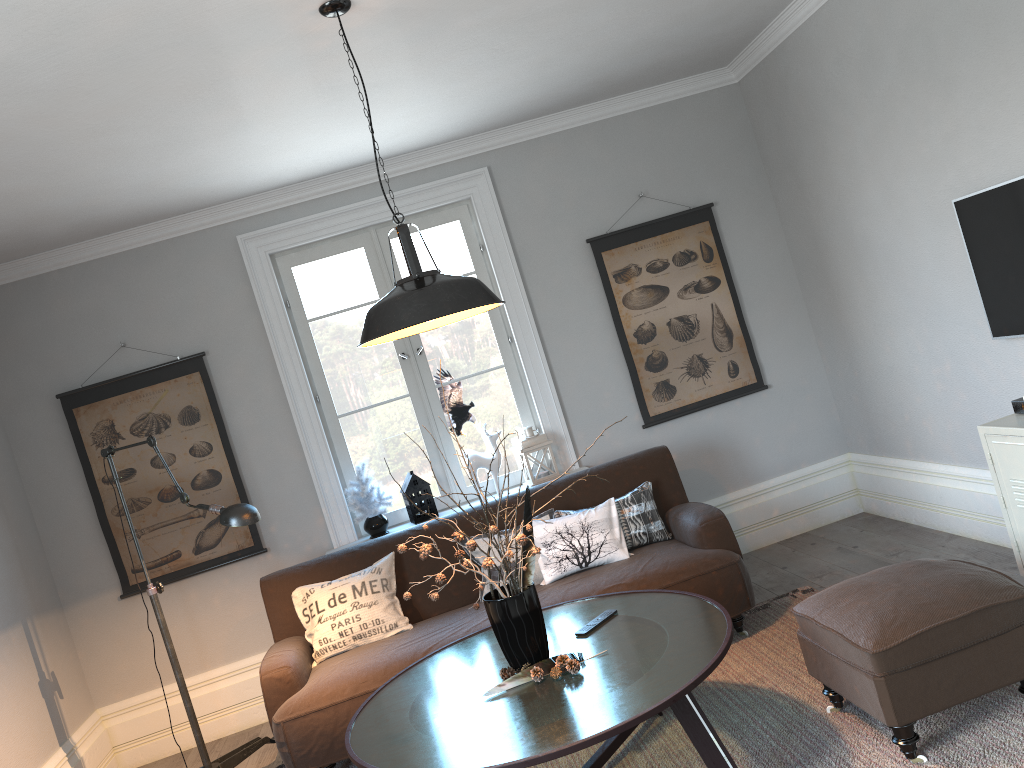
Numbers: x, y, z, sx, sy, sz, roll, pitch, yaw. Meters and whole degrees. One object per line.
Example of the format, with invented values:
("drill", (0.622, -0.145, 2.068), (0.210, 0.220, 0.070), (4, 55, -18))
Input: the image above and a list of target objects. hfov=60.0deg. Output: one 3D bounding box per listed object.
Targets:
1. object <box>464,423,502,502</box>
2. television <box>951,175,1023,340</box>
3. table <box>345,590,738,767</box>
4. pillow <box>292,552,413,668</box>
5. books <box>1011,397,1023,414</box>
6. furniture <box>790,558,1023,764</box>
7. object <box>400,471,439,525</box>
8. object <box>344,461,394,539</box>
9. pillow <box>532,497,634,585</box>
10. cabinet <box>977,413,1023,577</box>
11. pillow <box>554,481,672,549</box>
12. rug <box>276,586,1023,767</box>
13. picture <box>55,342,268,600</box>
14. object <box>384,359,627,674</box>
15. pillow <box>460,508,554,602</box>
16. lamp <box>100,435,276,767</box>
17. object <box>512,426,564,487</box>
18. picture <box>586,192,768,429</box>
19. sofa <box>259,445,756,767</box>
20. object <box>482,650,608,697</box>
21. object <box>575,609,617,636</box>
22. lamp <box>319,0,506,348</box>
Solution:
("object", (-0.130, 0.427, 4.855), (0.239, 0.410, 0.128), (-17, 1, -11))
("television", (2.002, -0.501, 3.177), (0.041, 0.657, 1.063), (-17, 1, -7))
("table", (0.155, 1.170, 2.921), (1.300, 0.503, 1.299), (-18, 2, -15))
("pillow", (-0.747, 1.057, 4.152), (0.519, 0.368, 0.240), (-17, 1, -8))
("books", (1.931, 0.050, 3.083), (0.218, 0.049, 0.276), (-17, 2, -8))
("furniture", (1.290, 0.839, 2.823), (0.583, 0.440, 0.574), (-17, 1, -7))
("object", (-0.521, 0.614, 4.880), (0.155, 0.284, 0.155), (-18, 1, -18))
("object", (-0.798, 0.626, 4.834), (0.262, 0.424, 0.248), (-16, 1, 28))
("pillow", (0.309, 0.733, 4.183), (0.471, 0.309, 0.188), (-17, 1, -7))
("cabinet", (2.031, 0.453, 2.663), (0.408, 0.757, 1.152), (-17, 1, -7))
("pillow", (0.489, 0.688, 4.321), (0.542, 0.288, 0.183), (-17, 1, -6))
("rug", (0.235, 1.348, 2.964), (2.819, 0.090, 2.400), (-17, 2, -7))
("picture", (-1.892, 0.400, 4.748), (0.793, 1.313, 0.057), (-17, 1, -8))
("object", (0.033, 0.392, 2.854), (0.854, 1.066, 0.525), (-18, 2, -37))
("pillow", (0.026, 0.830, 4.219), (0.472, 0.347, 0.159), (-17, 1, -10))
("lamp", (-1.585, 1.077, 3.965), (1.862, 1.644, 0.798), (-16, 2, 30))
("object", (0.128, 0.391, 4.949), (0.193, 0.322, 0.193), (-17, 1, -14))
("picture", (0.935, -0.483, 5.142), (0.793, 1.313, 0.057), (-17, 1, -8))
("sofa", (-0.052, 1.019, 4.137), (2.165, 0.824, 0.968), (-17, 1, -8))
("object", (0.101, 0.901, 2.827), (0.404, 0.067, 0.153), (-17, 2, 10))
("object", (0.302, 0.852, 3.172), (0.051, 0.011, 0.208), (-16, 2, 42))
("lamp", (-0.419, -0.705, 2.879), (0.503, 1.075, 0.504), (-16, 2, 40))
